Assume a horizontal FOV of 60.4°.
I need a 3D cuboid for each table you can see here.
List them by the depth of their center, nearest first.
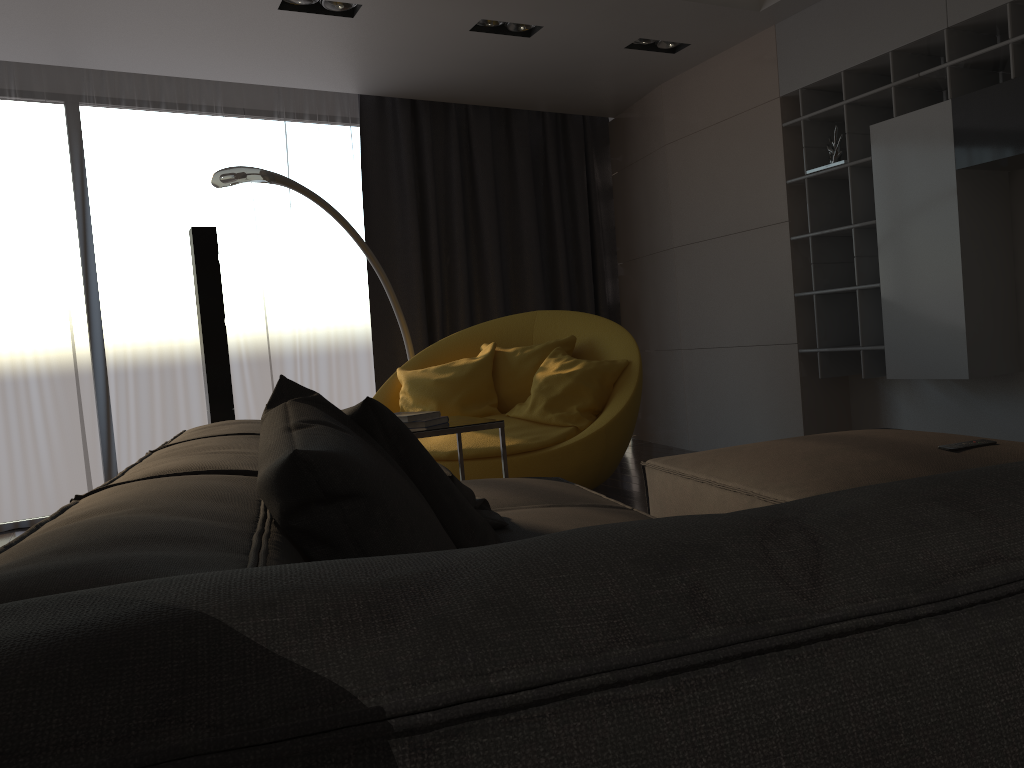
[{"bbox_3d":[-0.369,0.433,3.119,0.629,0.563,0.430,-6,3,-27],"label":"table"}]

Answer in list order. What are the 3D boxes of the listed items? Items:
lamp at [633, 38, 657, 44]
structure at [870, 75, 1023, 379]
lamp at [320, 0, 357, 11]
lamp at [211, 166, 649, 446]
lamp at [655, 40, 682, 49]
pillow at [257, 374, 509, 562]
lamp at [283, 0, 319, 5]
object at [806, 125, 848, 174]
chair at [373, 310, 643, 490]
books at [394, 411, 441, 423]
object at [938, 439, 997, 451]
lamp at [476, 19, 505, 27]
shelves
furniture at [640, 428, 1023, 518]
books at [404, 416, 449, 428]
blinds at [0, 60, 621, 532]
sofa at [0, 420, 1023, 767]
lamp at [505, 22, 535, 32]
[{"bbox_3d":[0.769,-2.019,5.118,0.180,0.077,0.174,-5,3,-8],"label":"lamp"},{"bbox_3d":[2.587,-0.425,3.285,0.502,1.766,2.754,-6,3,-25],"label":"structure"},{"bbox_3d":[-0.837,-1.852,4.244,0.182,0.077,0.172,-5,3,-15],"label":"lamp"},{"bbox_3d":[0.032,-0.331,5.878,0.550,1.779,4.472,-3,3,43],"label":"lamp"},{"bbox_3d":[0.934,-2.036,5.208,0.182,0.077,0.172,-5,3,-15],"label":"lamp"},{"bbox_3d":[0.307,0.135,1.228,2.018,0.431,1.098,-3,3,24],"label":"pillow"},{"bbox_3d":[-1.002,-1.835,4.153,0.186,0.077,0.168,-6,3,-32],"label":"lamp"},{"bbox_3d":[1.794,-1.277,4.770,0.298,0.227,0.271,-6,3,-27],"label":"object"},{"bbox_3d":[-0.049,0.124,4.510,1.450,1.005,1.188,-3,3,29],"label":"chair"},{"bbox_3d":[-0.381,0.117,3.127,0.194,0.022,0.163,-3,3,39],"label":"books"},{"bbox_3d":[1.328,0.177,2.564,0.218,0.015,0.048,-6,3,-28],"label":"object"},{"bbox_3d":[-0.117,-1.927,4.635,0.180,0.077,0.174,-5,3,-8],"label":"lamp"},{"bbox_3d":[2.143,-0.837,4.263,0.396,1.600,1.835,-6,3,-25],"label":"shelves"},{"bbox_3d":[1.100,0.387,2.788,1.130,0.440,1.061,-5,3,-17],"label":"furniture"},{"bbox_3d":[-0.366,0.139,3.123,0.223,0.023,0.169,-4,3,22],"label":"books"},{"bbox_3d":[-2.485,-0.640,4.979,7.892,2.894,0.710,-6,3,-35],"label":"blinds"},{"bbox_3d":[0.655,0.334,1.840,2.827,0.704,2.404,-5,3,-17],"label":"sofa"},{"bbox_3d":[0.048,-1.944,4.726,0.182,0.077,0.172,-5,3,-15],"label":"lamp"}]
